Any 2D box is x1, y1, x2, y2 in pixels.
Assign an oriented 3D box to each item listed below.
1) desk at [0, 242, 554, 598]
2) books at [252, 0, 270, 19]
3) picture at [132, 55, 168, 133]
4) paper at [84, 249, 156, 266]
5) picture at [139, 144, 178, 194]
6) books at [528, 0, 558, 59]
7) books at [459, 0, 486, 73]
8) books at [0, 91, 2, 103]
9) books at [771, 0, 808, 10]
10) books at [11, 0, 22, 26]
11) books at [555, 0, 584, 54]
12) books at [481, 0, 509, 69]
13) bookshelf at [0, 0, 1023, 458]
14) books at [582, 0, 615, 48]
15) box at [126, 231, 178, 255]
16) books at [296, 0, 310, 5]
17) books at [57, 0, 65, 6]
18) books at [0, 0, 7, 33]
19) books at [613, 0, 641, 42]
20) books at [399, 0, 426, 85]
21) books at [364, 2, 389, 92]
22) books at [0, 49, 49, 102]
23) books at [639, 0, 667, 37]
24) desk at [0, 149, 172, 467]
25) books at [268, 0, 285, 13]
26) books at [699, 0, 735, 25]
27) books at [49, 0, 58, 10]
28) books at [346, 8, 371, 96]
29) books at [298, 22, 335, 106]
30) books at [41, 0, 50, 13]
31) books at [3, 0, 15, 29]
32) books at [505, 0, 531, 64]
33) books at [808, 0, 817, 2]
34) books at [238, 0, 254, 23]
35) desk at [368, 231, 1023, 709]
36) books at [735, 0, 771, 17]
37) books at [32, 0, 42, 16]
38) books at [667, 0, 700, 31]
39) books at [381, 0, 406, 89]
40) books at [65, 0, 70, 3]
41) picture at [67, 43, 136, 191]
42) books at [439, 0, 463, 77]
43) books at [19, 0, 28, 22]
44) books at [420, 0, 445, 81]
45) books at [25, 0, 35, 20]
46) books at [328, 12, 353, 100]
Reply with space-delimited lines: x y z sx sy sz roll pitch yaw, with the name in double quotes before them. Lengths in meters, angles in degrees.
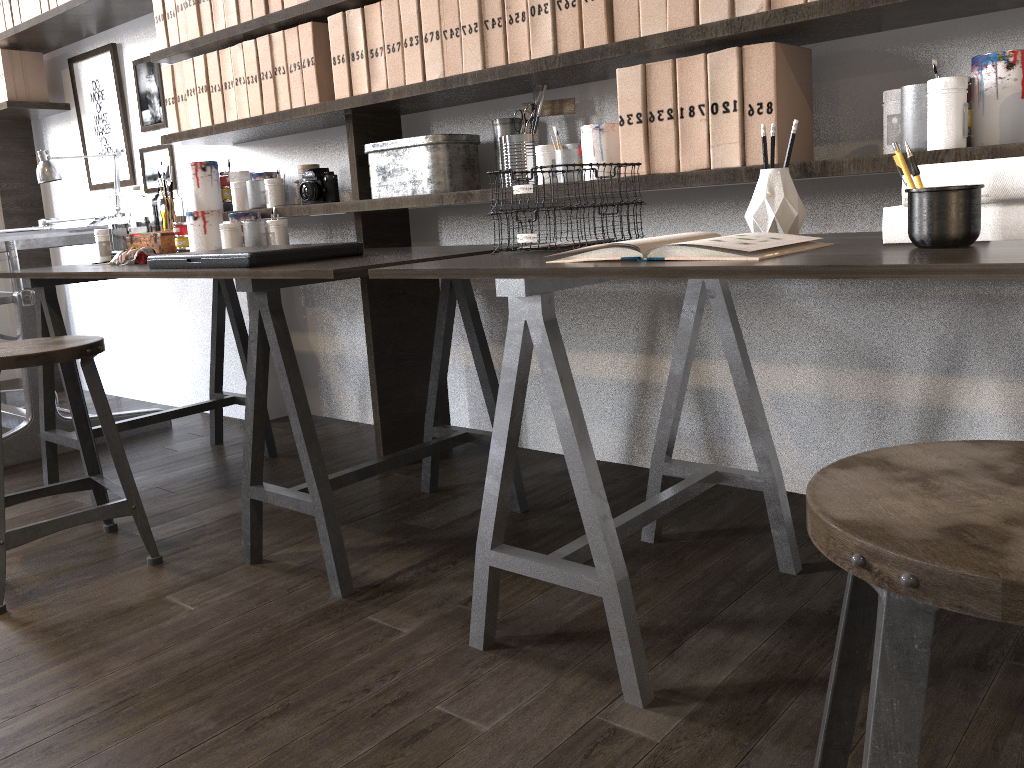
"desk" -0.720 -0.004 2.409 1.671 0.664 0.660 5 14 40
"books" -0.691 -1.194 2.645 0.067 0.224 0.176 4 12 40
"picture" -1.439 -1.157 3.533 0.202 0.282 0.022 4 12 40
"paper" -1.183 -0.384 2.672 0.155 0.038 0.138 2 12 26
"picture" -1.427 -0.871 3.582 0.251 0.182 0.023 5 12 40
"books" 0.116 -0.849 2.015 0.067 0.224 0.175 4 12 40
"books" -0.044 -0.865 2.149 0.067 0.224 0.176 4 12 40
"books" -2.202 -1.349 3.936 0.067 0.224 0.175 4 12 40
"books" 0.549 -0.806 1.655 0.067 0.224 0.175 4 12 40
"books" -1.984 -1.589 3.693 0.067 0.224 0.176 4 12 40
"books" 0.173 -0.844 1.973 0.067 0.224 0.176 4 12 40
"books" 0.011 -0.860 2.110 0.067 0.224 0.176 3 12 40
"bookshelf" 0.748 -0.513 1.653 9.194 3.182 0.376 6 13 40
"books" 0.227 -0.837 1.920 0.067 0.224 0.176 3 12 40
"box" -1.098 -0.440 2.794 0.212 0.083 0.138 5 14 40
"books" -0.530 -1.177 2.506 0.067 0.224 0.176 3 12 40
"books" -1.669 -1.557 3.427 0.067 0.224 0.176 4 12 40
"books" -2.101 -1.601 3.790 0.067 0.224 0.176 3 12 40
"books" 0.287 -0.832 1.876 0.067 0.224 0.176 4 12 40
"books" -0.197 -0.881 2.281 0.067 0.224 0.176 4 12 40
"books" -0.300 -0.892 2.376 0.067 0.224 0.175 3 12 40
"books" -2.150 -1.344 3.890 0.067 0.224 0.176 4 12 40
"books" 0.335 -0.827 1.832 0.067 0.224 0.176 3 12 40
"desk" -1.999 -0.339 3.411 1.271 1.089 1.078 5 13 40
"books" -0.631 -1.189 2.601 0.067 0.224 0.176 3 12 40
"books" 0.436 -0.816 1.741 0.067 0.224 0.176 3 12 40
"books" -1.720 -1.562 3.468 0.067 0.224 0.176 3 12 40
"books" -0.356 -0.897 2.418 0.067 0.224 0.175 4 12 40
"books" -0.514 -0.913 2.549 0.067 0.224 0.176 3 12 40
"books" -1.771 -1.566 3.505 0.067 0.224 0.176 4 12 40
"books" -2.040 -1.594 3.736 0.067 0.224 0.176 3 12 40
"books" 0.065 -0.855 2.064 0.067 0.224 0.175 3 12 40
"books" 0.601 -0.800 1.608 0.067 0.224 0.176 4 12 40
"books" -0.745 -1.201 2.698 0.067 0.224 0.176 3 12 40
"desk" 0.623 0.133 1.268 1.671 0.664 0.660 5 14 40
"books" 0.493 -0.811 1.697 0.067 0.224 0.175 3 12 40
"books" -1.826 -1.572 3.552 0.067 0.224 0.176 3 12 40
"books" 0.381 -0.821 1.788 0.067 0.224 0.176 4 12 40
"books" -0.248 -0.887 2.329 0.067 0.224 0.176 3 12 40
"books" -1.616 -1.551 3.375 0.067 0.224 0.176 3 12 40
"picture" -1.760 -1.132 3.804 0.416 0.570 0.040 4 12 40
"books" -0.092 -0.871 2.196 0.067 0.224 0.176 3 12 40
"books" -1.930 -1.584 3.650 0.067 0.224 0.175 4 12 40
"books" -0.141 -0.875 2.235 0.067 0.224 0.176 3 12 40
"books" -1.879 -1.578 3.602 0.067 0.224 0.175 3 12 40
"books" -0.413 -0.902 2.462 0.067 0.224 0.176 4 12 40
